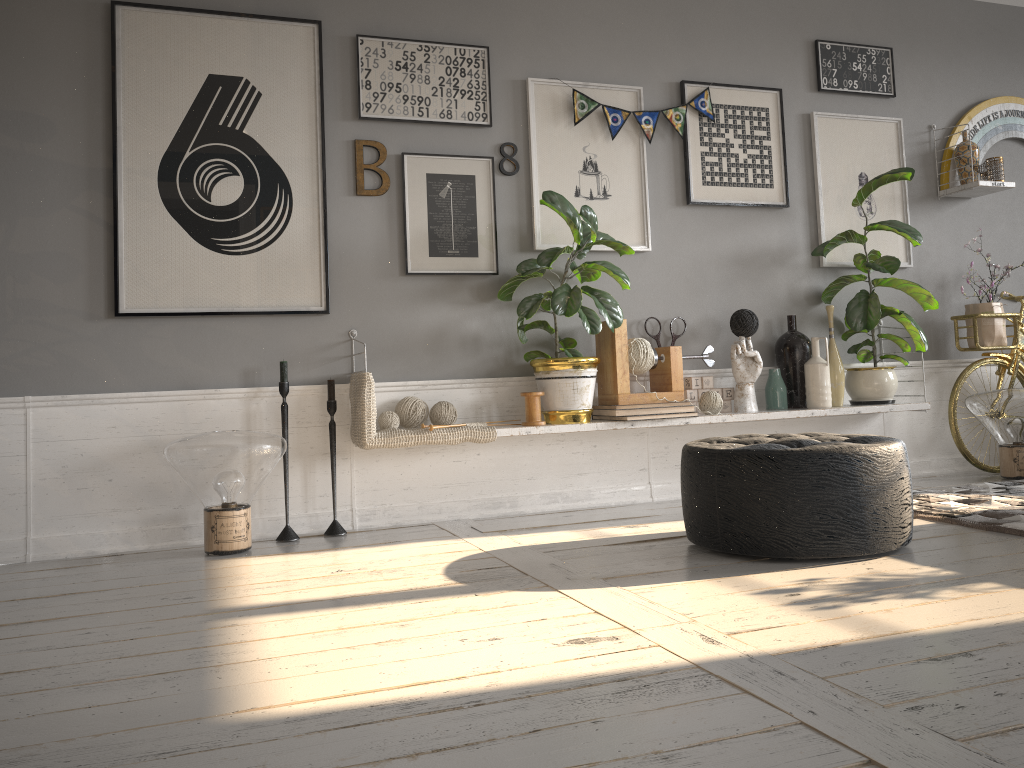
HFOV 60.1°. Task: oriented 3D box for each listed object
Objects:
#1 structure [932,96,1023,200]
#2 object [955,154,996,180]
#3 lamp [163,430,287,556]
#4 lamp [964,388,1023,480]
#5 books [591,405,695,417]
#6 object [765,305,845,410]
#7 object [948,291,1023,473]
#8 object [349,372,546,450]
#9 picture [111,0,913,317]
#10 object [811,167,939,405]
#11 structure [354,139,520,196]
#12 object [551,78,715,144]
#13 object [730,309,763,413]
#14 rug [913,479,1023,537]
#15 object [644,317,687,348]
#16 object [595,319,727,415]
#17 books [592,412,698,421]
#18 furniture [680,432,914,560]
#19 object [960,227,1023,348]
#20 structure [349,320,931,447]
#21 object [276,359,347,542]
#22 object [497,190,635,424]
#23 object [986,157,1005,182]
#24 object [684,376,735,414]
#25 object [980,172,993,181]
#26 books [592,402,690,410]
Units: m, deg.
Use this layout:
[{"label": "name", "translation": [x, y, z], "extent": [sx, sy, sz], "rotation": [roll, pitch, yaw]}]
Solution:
[{"label": "structure", "translation": [3.293, -1.182, 5.029], "extent": [2.023, 0.959, 0.266], "rotation": [-2, -3, -20]}, {"label": "object", "translation": [2.433, -1.133, 4.637], "extent": [0.197, 0.166, 0.060], "rotation": [-3, -3, 14]}, {"label": "lamp", "translation": [-1.043, 0.392, 3.237], "extent": [0.432, 0.439, 0.431], "rotation": [-2, -2, 2]}, {"label": "lamp", "translation": [2.470, 0.242, 4.332], "extent": [0.432, 0.439, 0.431], "rotation": [-3, -2, 11]}, {"label": "books", "translation": [0.576, 0.117, 3.909], "extent": [0.384, 0.029, 0.259], "rotation": [-2, 0, -19]}, {"label": "object", "translation": [1.390, -0.127, 4.224], "extent": [0.331, 0.490, 0.285], "rotation": [-4, -3, 31]}, {"label": "object", "translation": [2.985, -0.044, 4.756], "extent": [1.627, 0.974, 0.425], "rotation": [-2, -3, -28]}, {"label": "object", "translation": [-0.253, 0.093, 3.626], "extent": [0.785, 0.308, 0.328], "rotation": [-2, -2, -19]}, {"label": "picture", "translation": [-0.665, -1.031, 1.615], "extent": [7.296, 1.802, 4.026], "rotation": [-2, -1, -20]}, {"label": "object", "translation": [1.785, -0.476, 4.357], "extent": [0.566, 1.155, 0.414], "rotation": [-4, -4, 20]}, {"label": "structure", "translation": [-0.316, -0.943, 3.871], "extent": [0.739, 0.264, 0.024], "rotation": [-2, -4, -20]}, {"label": "object", "translation": [0.598, -1.299, 4.195], "extent": [0.914, 0.341, 0.057], "rotation": [-2, -4, -20]}, {"label": "object", "translation": [1.089, -0.111, 4.131], "extent": [0.155, 0.485, 0.136], "rotation": [-1, -4, -20]}, {"label": "rug", "translation": [2.594, 0.446, 2.925], "extent": [1.771, 0.034, 2.519], "rotation": [-2, 0, -20]}, {"label": "object", "translation": [0.729, -0.084, 4.139], "extent": [0.221, 0.465, 0.019], "rotation": [-1, -4, -20]}, {"label": "object", "translation": [0.678, -0.069, 3.965], "extent": [0.546, 0.442, 0.237], "rotation": [-2, -3, -20]}, {"label": "books", "translation": [0.587, 0.141, 3.916], "extent": [0.368, 0.021, 0.295], "rotation": [-2, 0, -25]}, {"label": "furniture", "translation": [0.940, 0.351, 2.967], "extent": [0.736, 0.358, 0.733], "rotation": [-2, -1, -33]}, {"label": "object", "translation": [2.594, -0.507, 4.631], "extent": [0.488, 0.644, 0.252], "rotation": [-2, -3, -2]}, {"label": "structure", "translation": [0.687, -0.041, 3.997], "extent": [2.777, 0.488, 0.307], "rotation": [-2, -3, -20]}, {"label": "object", "translation": [-0.798, 0.248, 3.486], "extent": [0.279, 0.704, 0.091], "rotation": [-1, -4, -27]}, {"label": "object", "translation": [0.240, -0.316, 3.765], "extent": [0.510, 0.967, 0.543], "rotation": [0, -4, -34]}, {"label": "object", "translation": [2.567, -1.128, 4.699], "extent": [0.086, 0.140, 0.085], "rotation": [-1, -3, -27]}, {"label": "object", "translation": [0.917, 0.051, 4.156], "extent": [0.265, 0.174, 0.078], "rotation": [-2, -3, -14]}, {"label": "object", "translation": [2.565, -1.100, 4.779], "extent": [0.062, 0.082, 0.062], "rotation": [0, -3, -44]}, {"label": "books", "translation": [0.569, 0.095, 3.919], "extent": [0.379, 0.017, 0.228], "rotation": [-2, 0, -23]}]
